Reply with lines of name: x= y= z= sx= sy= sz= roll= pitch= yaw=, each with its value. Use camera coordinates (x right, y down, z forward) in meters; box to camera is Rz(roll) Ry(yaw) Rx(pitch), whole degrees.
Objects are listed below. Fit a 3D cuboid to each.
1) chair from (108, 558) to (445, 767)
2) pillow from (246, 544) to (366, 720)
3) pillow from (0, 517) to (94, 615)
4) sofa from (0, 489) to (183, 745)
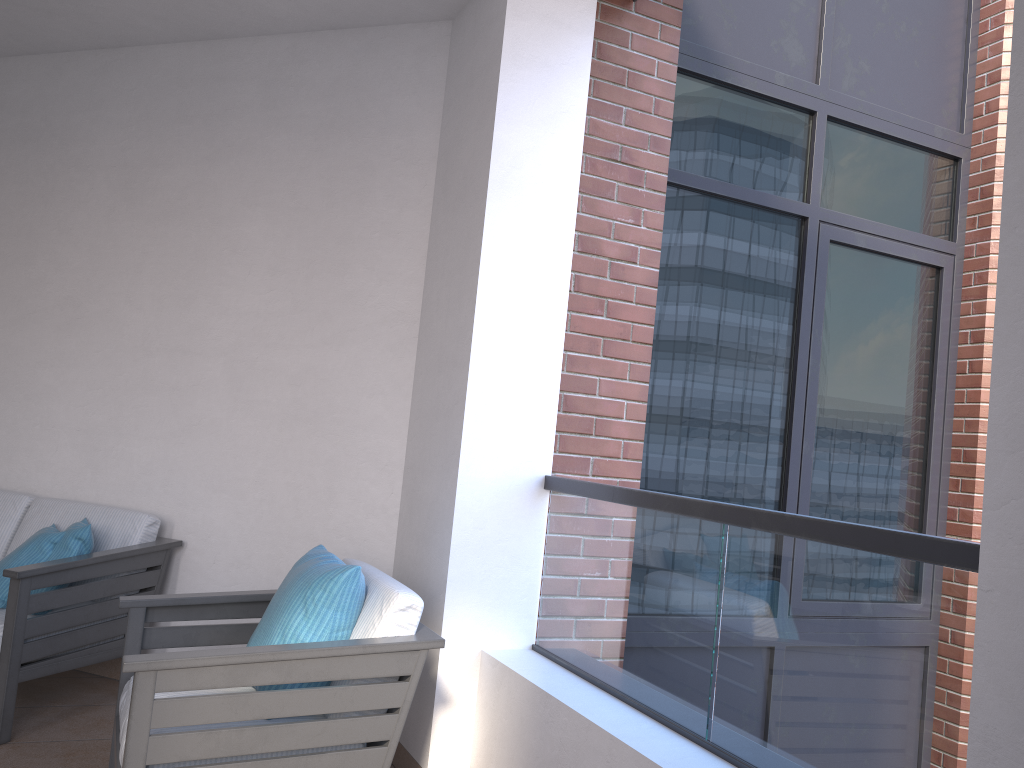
chair: x=-0.737 y=0.923 z=2.601 sx=0.807 sy=0.765 sz=0.797 roll=7 pitch=-4 yaw=-24
pillow: x=-0.624 y=0.717 z=2.653 sx=0.316 sy=0.426 sz=0.510 roll=8 pitch=-4 yaw=-27
pillow: x=-1.868 y=0.701 z=3.489 sx=0.377 sy=0.370 sz=0.543 roll=8 pitch=-5 yaw=-29
sofa: x=-2.581 y=0.820 z=3.777 sx=2.161 sy=0.765 sz=0.807 roll=4 pitch=-4 yaw=21
